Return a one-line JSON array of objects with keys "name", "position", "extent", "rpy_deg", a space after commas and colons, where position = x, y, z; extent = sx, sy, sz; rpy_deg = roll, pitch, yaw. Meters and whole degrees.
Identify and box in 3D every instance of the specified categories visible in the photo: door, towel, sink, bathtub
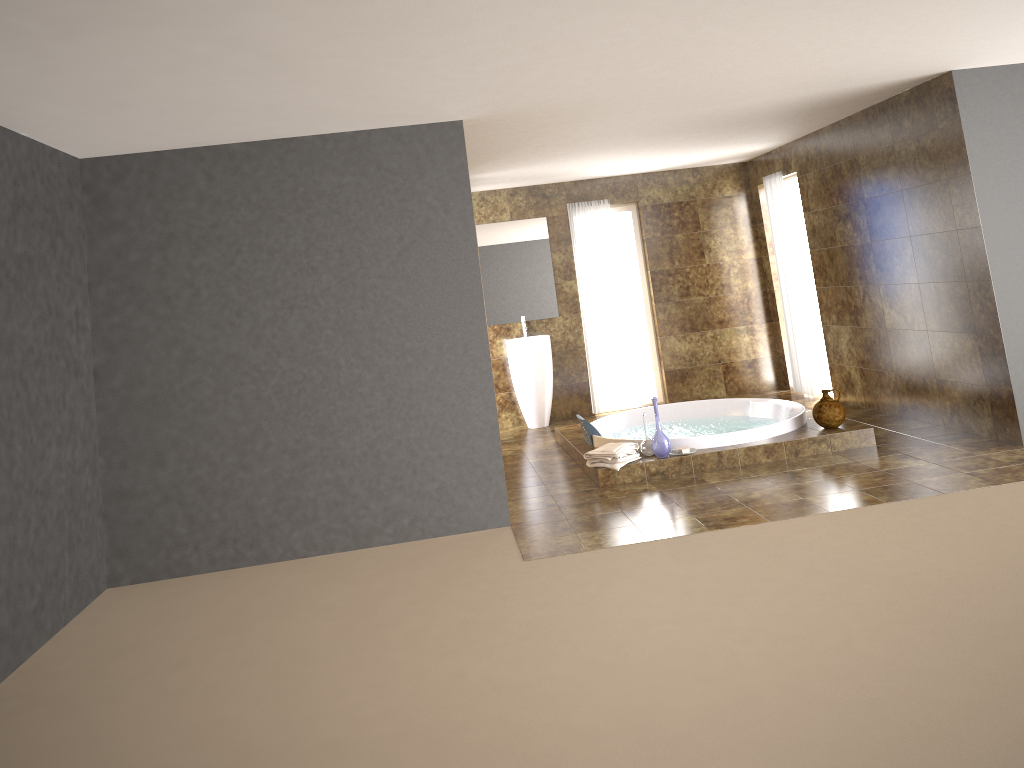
[{"name": "door", "position": [3.404, -1.080, 9.038], "extent": [0.946, 2.251, 0.040], "rpy_deg": [-9, -7, 27]}, {"name": "towel", "position": [0.696, 0.495, 6.037], "extent": [0.334, 0.151, 0.325], "rpy_deg": [-4, 5, 39]}, {"name": "sink", "position": [0.204, -0.130, 8.871], "extent": [0.460, 1.149, 0.428], "rpy_deg": [-7, -5, -3]}, {"name": "bathtub", "position": [1.477, 0.408, 6.978], "extent": [1.730, 0.527, 1.765], "rpy_deg": [-5, 5, 25]}]

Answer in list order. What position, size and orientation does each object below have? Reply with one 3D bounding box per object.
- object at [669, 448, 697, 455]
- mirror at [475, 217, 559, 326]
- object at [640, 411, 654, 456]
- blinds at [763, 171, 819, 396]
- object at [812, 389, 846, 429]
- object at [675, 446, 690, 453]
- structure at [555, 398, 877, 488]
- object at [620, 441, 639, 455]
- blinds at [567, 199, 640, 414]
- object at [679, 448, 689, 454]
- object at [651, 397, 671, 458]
[{"name": "object", "position": [1.194, 0.477, 6.042], "extent": [0.191, 0.018, 0.188], "rpy_deg": [-9, 6, -17]}, {"name": "mirror", "position": [0.055, -1.206, 9.221], "extent": [0.770, 1.104, 0.008], "rpy_deg": [-7, -7, -6]}, {"name": "object", "position": [0.962, 0.348, 6.168], "extent": [0.130, 0.311, 0.128], "rpy_deg": [-7, -5, 2]}, {"name": "blinds", "position": [2.807, -1.030, 8.791], "extent": [0.069, 2.301, 0.473], "rpy_deg": [-6, -6, -5]}, {"name": "object", "position": [2.309, 0.182, 6.311], "extent": [0.232, 0.278, 0.225], "rpy_deg": [-6, -2, -34]}, {"name": "object", "position": [1.195, 0.460, 6.055], "extent": [0.100, 0.032, 0.061], "rpy_deg": [-6, 3, 9]}, {"name": "structure", "position": [1.479, 0.416, 6.979], "extent": [2.010, 0.125, 1.994], "rpy_deg": [-8, 6, -6]}, {"name": "object", "position": [0.832, 0.471, 6.257], "extent": [0.171, 0.076, 0.167], "rpy_deg": [-9, 4, -24]}, {"name": "blinds", "position": [0.965, -0.852, 9.229], "extent": [0.521, 2.289, 0.066], "rpy_deg": [-6, -7, -6]}, {"name": "object", "position": [1.194, 0.464, 5.985], "extent": [0.053, 0.034, 0.073], "rpy_deg": [-7, 4, -5]}, {"name": "object", "position": [1.024, 0.298, 6.046], "extent": [0.136, 0.424, 0.133], "rpy_deg": [-7, -6, 2]}]
